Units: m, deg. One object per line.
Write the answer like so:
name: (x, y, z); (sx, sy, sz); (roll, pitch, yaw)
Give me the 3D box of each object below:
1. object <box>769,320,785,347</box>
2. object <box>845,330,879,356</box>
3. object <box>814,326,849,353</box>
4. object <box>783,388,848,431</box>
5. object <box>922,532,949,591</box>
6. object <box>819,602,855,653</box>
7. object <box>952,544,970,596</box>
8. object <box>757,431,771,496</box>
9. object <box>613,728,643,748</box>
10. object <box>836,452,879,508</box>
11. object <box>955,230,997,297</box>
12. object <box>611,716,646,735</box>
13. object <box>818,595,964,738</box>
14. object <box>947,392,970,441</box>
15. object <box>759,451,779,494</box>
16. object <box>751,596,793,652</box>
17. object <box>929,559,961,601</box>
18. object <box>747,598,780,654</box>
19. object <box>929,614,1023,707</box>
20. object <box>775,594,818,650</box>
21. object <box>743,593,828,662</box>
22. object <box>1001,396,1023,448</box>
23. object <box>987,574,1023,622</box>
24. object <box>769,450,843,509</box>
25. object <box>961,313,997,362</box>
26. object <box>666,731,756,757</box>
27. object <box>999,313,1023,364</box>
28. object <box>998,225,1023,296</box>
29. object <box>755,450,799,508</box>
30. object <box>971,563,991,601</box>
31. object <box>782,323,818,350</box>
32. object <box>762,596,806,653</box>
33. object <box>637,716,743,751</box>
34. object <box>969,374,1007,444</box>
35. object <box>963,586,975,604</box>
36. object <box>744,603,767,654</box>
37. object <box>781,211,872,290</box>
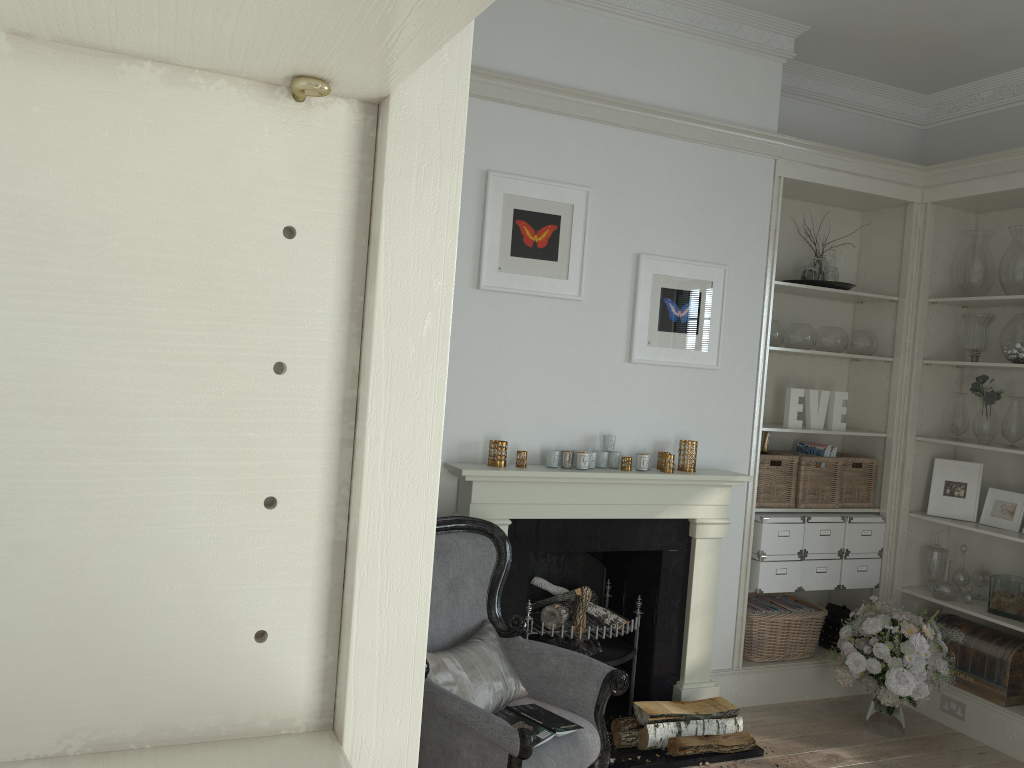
object: (1.313, -0.260, 4.575); (0.185, 0.140, 0.185); (4, 2, -4)
object: (1.903, -0.222, 4.835); (0.185, 0.140, 0.185); (4, 2, -4)
object: (1.706, -0.234, 4.748); (0.185, 0.140, 0.185); (4, 2, -4)
object: (1.615, 0.135, 4.704); (0.393, 0.207, 0.039); (4, 2, -24)
object: (2.256, 0.947, 4.730); (0.129, 0.315, 0.129); (4, 2, -19)
object: (1.772, 1.321, 4.836); (0.135, 0.248, 0.135); (3, 2, -34)
object: (2.374, 0.981, 4.679); (0.088, 0.271, 0.088); (4, 2, -19)
object: (1.315, 0.430, 4.720); (0.127, 0.361, 0.094); (4, 2, -24)
object: (0.705, 1.522, 3.865); (0.561, 0.078, 0.078); (4, 2, -23)
object: (1.796, 0.522, 4.878); (0.276, 0.270, 0.275); (4, 2, -24)
object: (2.433, -0.614, 4.647); (0.193, 0.362, 0.193); (3, 2, -41)
object: (0.689, 1.495, 3.941); (0.516, 0.123, 0.118); (4, 2, -26)
object: (1.816, 1.345, 4.249); (0.544, 0.643, 0.570); (3, 2, -33)
object: (2.365, 0.172, 4.690); (0.110, 0.251, 0.110); (6, 2, 38)
object: (1.299, 0.446, 4.579); (0.284, 0.332, 0.095); (3, 2, -45)
object: (1.354, 1.274, 4.692); (0.088, 0.238, 0.274); (4, 2, -24)
object: (2.240, 1.009, 4.578); (0.148, 0.200, 0.148); (5, 2, 34)
object: (1.279, 1.269, 4.659); (0.088, 0.238, 0.274); (4, 2, -23)
object: (2.337, 1.352, 4.397); (0.290, 0.297, 0.475); (4, 2, -24)
object: (1.508, 1.284, 4.760); (0.088, 0.238, 0.274); (4, 2, -24)
object: (1.358, 1.286, 4.696); (0.554, 0.263, 0.408); (4, 2, -23)
object: (2.492, 0.190, 4.400); (0.110, 0.251, 0.110); (6, 2, 38)
object: (2.487, 1.047, 4.235); (0.171, 0.180, 0.387); (4, 2, -24)
object: (1.553, 0.507, 4.737); (0.276, 0.270, 0.275); (4, 2, -24)
object: (2.405, -0.234, 4.591); (0.168, 0.256, 0.168); (5, 2, 24)
object: (0.846, 1.532, 3.776); (0.389, 0.085, 0.109); (4, 2, -22)
object: (2.548, -0.212, 4.296); (0.329, 0.249, 0.329); (6, 2, 41)
object: (2.539, -0.600, 4.424); (0.193, 0.362, 0.193); (3, 2, -41)
object: (1.289, 0.489, 4.642); (0.276, 0.270, 0.275); (4, 2, -24)
object: (2.449, 1.030, 4.634); (0.094, 0.188, 0.094); (5, 2, 18)
object: (1.510, -0.247, 4.662); (0.185, 0.140, 0.185); (4, 2, -4)
object: (1.433, 1.279, 4.727); (0.088, 0.238, 0.274); (4, 2, -23)
object: (0.775, 1.502, 3.814); (0.483, 0.128, 0.084); (4, 2, -22)
object: (2.435, 0.129, 4.558); (0.166, 0.355, 0.206); (5, 2, 15)
object: (2.326, 1.073, 4.510); (0.056, 0.090, 0.056); (5, 2, 7)
object: (1.209, 1.264, 4.636); (0.088, 0.238, 0.274); (4, 2, -23)
object: (1.666, -0.737, 4.717); (0.457, 0.485, 0.399); (5, 2, 16)
